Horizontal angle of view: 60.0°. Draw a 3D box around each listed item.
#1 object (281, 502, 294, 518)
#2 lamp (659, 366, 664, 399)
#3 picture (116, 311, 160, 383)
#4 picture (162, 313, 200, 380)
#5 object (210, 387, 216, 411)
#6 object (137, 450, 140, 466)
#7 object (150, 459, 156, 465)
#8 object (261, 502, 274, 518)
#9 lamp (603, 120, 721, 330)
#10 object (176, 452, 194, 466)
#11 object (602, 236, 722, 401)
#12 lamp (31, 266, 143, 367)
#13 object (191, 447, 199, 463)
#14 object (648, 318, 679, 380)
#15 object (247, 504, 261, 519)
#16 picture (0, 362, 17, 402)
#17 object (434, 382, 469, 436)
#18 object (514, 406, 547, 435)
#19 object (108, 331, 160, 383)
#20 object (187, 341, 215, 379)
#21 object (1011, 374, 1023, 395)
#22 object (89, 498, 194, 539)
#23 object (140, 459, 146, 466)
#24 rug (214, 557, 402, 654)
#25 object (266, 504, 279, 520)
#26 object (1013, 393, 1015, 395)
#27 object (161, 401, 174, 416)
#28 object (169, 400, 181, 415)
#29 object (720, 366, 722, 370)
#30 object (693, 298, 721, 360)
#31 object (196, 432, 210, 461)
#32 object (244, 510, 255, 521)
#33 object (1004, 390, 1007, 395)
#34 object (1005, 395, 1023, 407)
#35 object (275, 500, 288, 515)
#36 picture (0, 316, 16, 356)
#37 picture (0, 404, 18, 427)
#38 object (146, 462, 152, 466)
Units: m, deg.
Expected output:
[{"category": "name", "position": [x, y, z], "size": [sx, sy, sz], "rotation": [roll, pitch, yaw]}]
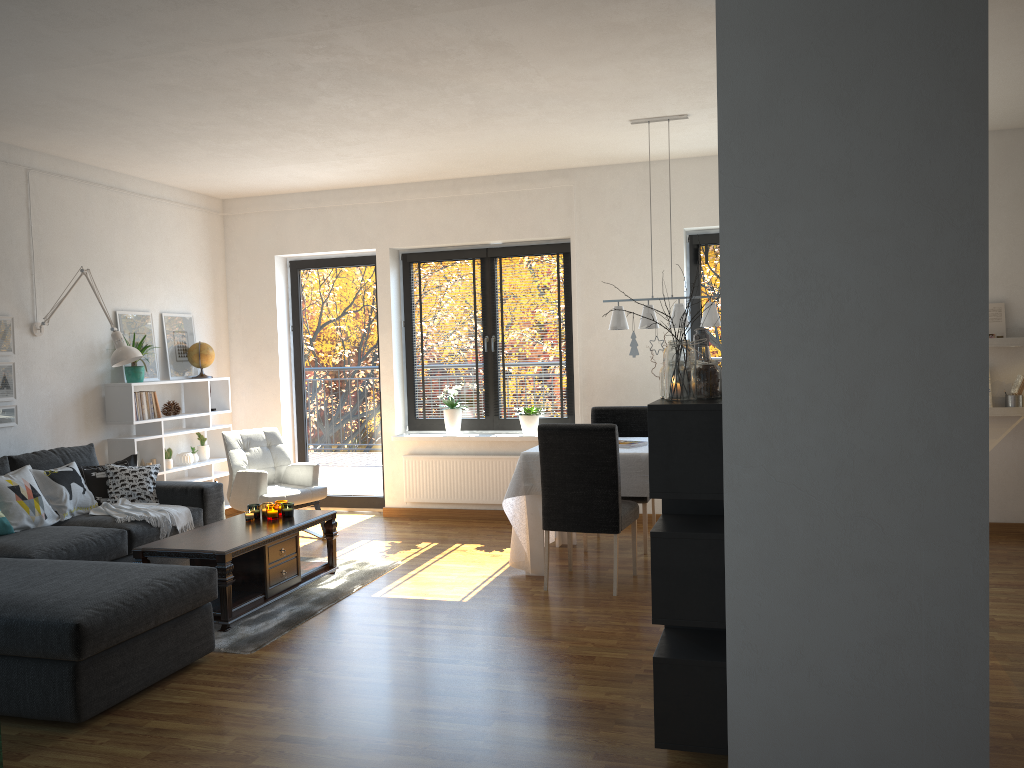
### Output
[{"category": "object", "position": [-1.354, 0.760, 5.353], "size": [0.079, 0.081, 0.079], "rotation": [-1, 3, 12]}, {"category": "lamp", "position": [0.557, -0.014, 3.035], "size": [0.098, 0.131, 0.106], "rotation": [0, 3, 29]}, {"category": "picture", "position": [-2.843, -0.284, 6.743], "size": [0.059, 0.533, 0.389], "rotation": [-1, 3, 17]}, {"category": "picture", "position": [-2.697, -0.306, 7.231], "size": [0.059, 0.533, 0.389], "rotation": [-1, 3, 17]}, {"category": "object", "position": [-2.533, 0.111, 7.444], "size": [0.066, 0.230, 0.075], "rotation": [-2, 3, -3]}, {"category": "object", "position": [-2.797, 0.569, 6.528], "size": [0.108, 0.197, 0.108], "rotation": [0, 3, 28]}, {"category": "object", "position": [-2.685, 0.611, 6.643], "size": [0.039, 0.099, 0.039], "rotation": [-1, 3, 13]}, {"category": "object", "position": [-1.479, 0.763, 5.364], "size": [0.079, 0.081, 0.079], "rotation": [-1, 3, 12]}, {"category": "lamp", "position": [0.933, -0.991, 5.534], "size": [0.760, 1.285, 0.131], "rotation": [-1, 3, 17]}, {"category": "object", "position": [-2.597, 0.595, 7.033], "size": [0.134, 0.098, 0.132], "rotation": [-2, 2, -13]}, {"category": "object", "position": [0.498, -0.204, 2.906], "size": [0.426, 0.522, 0.298], "rotation": [-1, 3, 14]}, {"category": "lamp", "position": [-2.797, -0.441, 5.864], "size": [0.698, 0.670, 0.200], "rotation": [-1, 3, 8]}, {"category": "object", "position": [-2.573, 0.569, 7.169], "size": [0.072, 0.137, 0.072], "rotation": [-2, 3, -3]}, {"category": "object", "position": [1.038, -0.009, 5.537], "size": [0.403, 0.785, 0.615], "rotation": [-2, 3, -9]}, {"category": "object", "position": [-1.549, 0.766, 5.328], "size": [0.079, 0.081, 0.079], "rotation": [-1, 3, 12]}, {"category": "picture", "position": [-3.207, -0.016, 5.599], "size": [0.021, 0.248, 0.166], "rotation": [-1, 3, 17]}, {"category": "object", "position": [-0.491, 0.205, 7.333], "size": [0.286, 0.444, 0.340], "rotation": [-1, 3, 5]}, {"category": "object", "position": [0.151, 0.294, 7.202], "size": [0.267, 0.237, 0.283], "rotation": [-2, 2, -1]}, {"category": "object", "position": [-2.789, -0.197, 6.554], "size": [0.387, 0.372, 0.424], "rotation": [-2, 2, 3]}, {"category": "object", "position": [-2.559, -0.199, 7.302], "size": [0.216, 0.305, 0.216], "rotation": [0, 3, 34]}, {"category": "object", "position": [3.453, 0.064, 6.034], "size": [0.119, 0.267, 0.059], "rotation": [-1, 3, 8]}, {"category": "object", "position": [-2.330, 0.835, 5.411], "size": [0.606, 0.212, 0.488], "rotation": [-1, 2, 13]}, {"category": "object", "position": [-2.758, 0.609, 6.623], "size": [0.062, 0.108, 0.062], "rotation": [-1, 3, 17]}, {"category": "rug", "position": [-1.478, 1.222, 5.156], "size": [1.052, 0.034, 1.812], "rotation": [-1, 2, 16]}, {"category": "object", "position": [-1.428, 0.764, 5.291], "size": [0.079, 0.081, 0.079], "rotation": [-1, 3, 12]}, {"category": "object", "position": [3.423, 0.108, 6.084], "size": [0.067, 0.165, 0.007], "rotation": [1, 4, 40]}, {"category": "object", "position": [-2.680, 0.190, 6.901], "size": [0.102, 0.127, 0.094], "rotation": [-3, 3, -28]}, {"category": "object", "position": [-2.654, 0.187, 6.977], "size": [0.096, 0.125, 0.101], "rotation": [0, 3, 32]}, {"category": "object", "position": [0.735, -0.014, 3.219], "size": [0.099, 0.102, 0.097], "rotation": [-2, 3, -13]}, {"category": "object", "position": [0.806, -0.172, 3.662], "size": [0.163, 0.384, 0.154], "rotation": [0, 3, 33]}, {"category": "object", "position": [-2.534, 0.515, 7.275], "size": [0.098, 0.236, 0.097], "rotation": [-1, 3, 4]}, {"category": "object", "position": [-1.553, 0.779, 5.252], "size": [0.060, 0.061, 0.059], "rotation": [-1, 3, 22]}, {"category": "object", "position": [3.412, 0.112, 6.092], "size": [0.089, 0.159, 0.007], "rotation": [-3, 3, -23]}, {"category": "object", "position": [3.439, 0.138, 6.076], "size": [0.103, 0.124, 0.103], "rotation": [-1, 3, 14]}, {"category": "object", "position": [-1.415, 0.758, 5.439], "size": [0.079, 0.081, 0.079], "rotation": [-1, 3, 12]}, {"category": "picture", "position": [-3.245, -0.299, 5.488], "size": [0.021, 0.248, 0.389], "rotation": [-1, 3, 17]}, {"category": "picture", "position": [-3.297, 0.216, 5.290], "size": [0.021, 0.136, 0.836], "rotation": [-1, 2, 17]}, {"category": "object", "position": [-2.748, 0.625, 6.543], "size": [0.176, 0.084, 0.078], "rotation": [-2, 3, -15]}]
